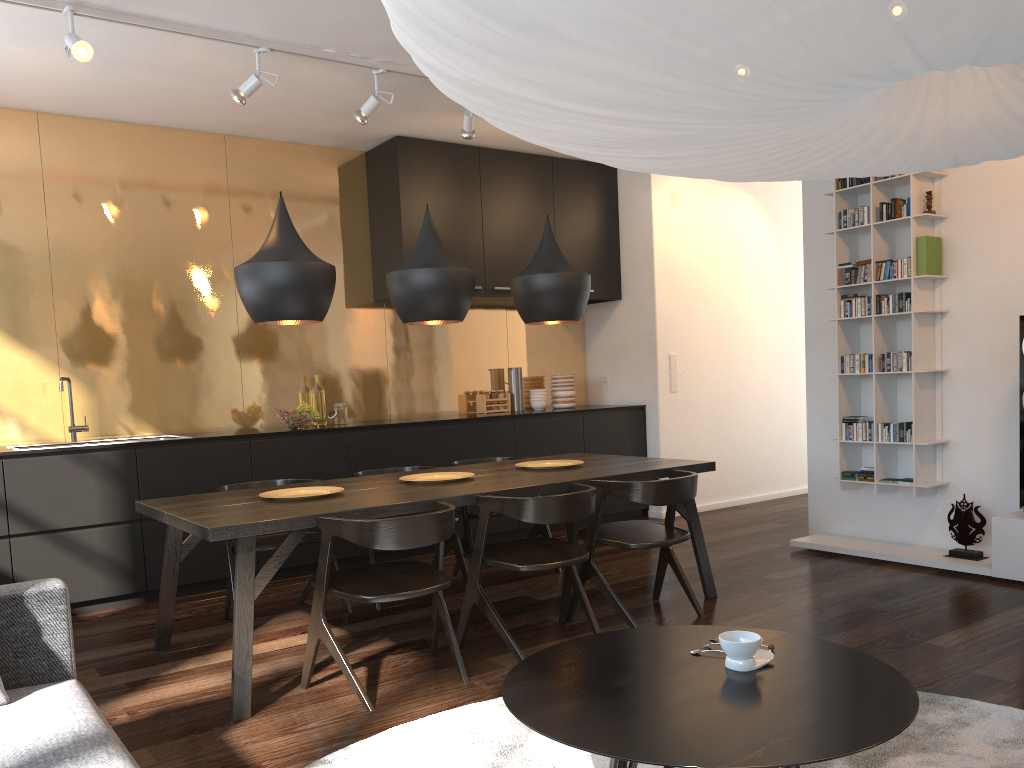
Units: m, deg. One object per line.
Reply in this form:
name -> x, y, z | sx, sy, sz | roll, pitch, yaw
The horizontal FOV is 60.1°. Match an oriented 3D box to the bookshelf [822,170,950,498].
bookshelf -> 2.153, -0.401, 5.113 | 0.226, 2.085, 0.638 | -6, 5, -35

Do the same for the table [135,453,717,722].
table -> -0.300, 0.789, 4.166 | 2.493, 0.682, 1.106 | -3, 1, -35

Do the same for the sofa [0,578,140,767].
sofa -> -0.371, 0.809, 1.215 | 2.034, 0.674, 3.066 | -3, 1, -35

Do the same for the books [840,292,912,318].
books -> 2.121, -0.452, 5.088 | 0.122, 0.113, 0.467 | -4, 1, -35

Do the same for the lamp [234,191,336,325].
lamp -> -0.947, -0.527, 3.687 | 0.411, 0.544, 0.409 | -3, 3, -2

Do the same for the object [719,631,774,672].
object -> 0.526, 0.591, 1.964 | 0.139, 0.069, 0.091 | -3, 2, -23

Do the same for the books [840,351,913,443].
books -> 2.141, 0.075, 5.128 | 0.122, 0.513, 0.469 | -6, 4, -35

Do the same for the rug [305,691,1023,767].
rug -> 0.576, 1.093, 1.870 | 2.839, 0.012, 2.826 | -2, 0, 35

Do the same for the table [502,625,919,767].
table -> 0.412, 0.868, 1.902 | 0.845, 0.475, 0.846 | -3, 1, -33

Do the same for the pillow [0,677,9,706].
pillow -> -1.447, 0.560, 1.994 | 0.492, 0.416, 0.286 | -4, 3, -36

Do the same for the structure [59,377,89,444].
structure -> -2.487, 0.153, 5.030 | 0.109, 0.387, 0.265 | -4, 3, -20

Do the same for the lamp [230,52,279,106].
lamp -> -1.235, -1.467, 4.255 | 0.251, 0.240, 0.085 | -2, 4, 6

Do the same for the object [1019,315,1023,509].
object -> 2.685, 0.159, 4.315 | 0.280, 1.008, 0.294 | -6, 5, -35

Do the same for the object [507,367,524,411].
object -> 0.041, 0.041, 6.938 | 0.164, 0.341, 0.114 | -5, 5, -32

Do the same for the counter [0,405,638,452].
counter -> -1.219, 0.275, 5.792 | 5.046, 0.002, 0.731 | -3, 0, -35

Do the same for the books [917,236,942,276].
books -> 2.300, -0.700, 4.873 | 0.165, 0.215, 0.049 | -5, 5, -35

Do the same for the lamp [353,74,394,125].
lamp -> -0.718, -1.491, 4.628 | 0.251, 0.241, 0.084 | -2, 4, 21

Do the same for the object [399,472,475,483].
object -> -0.352, 0.442, 4.160 | 0.356, 0.017, 0.354 | -2, 0, 36

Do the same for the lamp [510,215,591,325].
lamp -> 0.192, -0.582, 4.487 | 0.411, 0.544, 0.409 | -2, 3, 12

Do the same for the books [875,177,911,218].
books -> 2.157, -1.082, 4.940 | 0.107, 0.334, 0.228 | -5, 4, -35

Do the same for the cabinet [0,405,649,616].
cabinet -> -1.198, 0.724, 5.827 | 5.049, 0.904, 0.732 | -3, 2, -35

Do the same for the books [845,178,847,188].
books -> 1.963, -1.182, 5.149 | 0.069, 0.093, 0.014 | -5, 5, -35

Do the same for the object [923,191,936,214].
object -> 2.287, -0.990, 4.843 | 0.064, 0.141, 0.045 | -6, 5, -44

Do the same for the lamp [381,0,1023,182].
lamp -> 0.569, -0.453, 1.150 | 1.469, 0.211, 1.465 | -3, 0, 1

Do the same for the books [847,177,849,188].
books -> 1.972, -1.182, 5.138 | 0.069, 0.093, 0.014 | -5, 5, -35

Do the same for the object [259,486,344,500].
object -> -0.896, 0.468, 3.777 | 0.355, 0.017, 0.355 | -3, 0, -32

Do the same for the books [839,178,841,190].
books -> 1.941, -1.181, 5.179 | 0.069, 0.093, 0.014 | -5, 5, -35

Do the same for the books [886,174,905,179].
books -> 2.173, -1.197, 4.901 | 0.101, 0.111, 0.160 | -4, 2, -35

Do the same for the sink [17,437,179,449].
sink -> -1.304, 0.257, 5.680 | 3.405, 0.245, 0.481 | -3, 1, -36

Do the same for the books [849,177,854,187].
books -> 1.983, -1.194, 5.121 | 0.074, 0.116, 0.029 | -5, 5, -35

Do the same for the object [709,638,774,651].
object -> 0.547, 0.617, 2.112 | 0.168, 0.015, 0.015 | -2, 2, 42

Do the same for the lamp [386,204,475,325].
lamp -> -0.378, -0.555, 4.086 | 0.411, 0.544, 0.409 | -1, 3, 31

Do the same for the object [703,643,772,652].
object -> 0.527, 0.617, 2.075 | 0.164, 0.016, 0.025 | -2, 1, 30

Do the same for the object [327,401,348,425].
object -> -1.160, 0.194, 5.915 | 0.088, 0.152, 0.176 | 0, 3, 32

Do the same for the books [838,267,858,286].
books -> 1.994, -0.631, 5.215 | 0.095, 0.105, 0.101 | -4, 3, -35

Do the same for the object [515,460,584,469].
object -> 0.193, 0.415, 4.542 | 0.355, 0.017, 0.355 | -3, 0, -32

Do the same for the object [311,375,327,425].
object -> -1.313, 0.107, 5.999 | 0.092, 0.341, 0.091 | -1, 5, 22

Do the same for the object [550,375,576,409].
object -> 0.411, 0.061, 7.104 | 0.198, 0.265, 0.197 | -1, 3, 29

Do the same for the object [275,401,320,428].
object -> -1.346, 0.194, 5.539 | 0.178, 0.174, 0.238 | -1, 3, 40

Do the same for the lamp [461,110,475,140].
lamp -> -0.232, -0.711, 5.809 | 0.089, 1.856, 1.827 | -3, 2, -1

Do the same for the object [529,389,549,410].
object -> 0.213, 0.123, 6.994 | 0.157, 0.161, 0.153 | -3, 2, -7

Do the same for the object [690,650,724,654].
object -> 0.475, 0.622, 2.049 | 0.124, 0.010, 0.026 | -3, 1, 21

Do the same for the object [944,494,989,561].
object -> 2.460, 0.767, 4.792 | 0.121, 0.352, 0.212 | -5, 4, -35

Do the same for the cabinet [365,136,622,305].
cabinet -> -0.074, -1.155, 6.648 | 1.950, 1.055, 0.531 | -3, 3, -35

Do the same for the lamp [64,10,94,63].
lamp -> -1.825, -1.436, 3.666 | 0.250, 0.241, 0.085 | -1, 4, 42

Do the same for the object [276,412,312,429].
object -> -1.362, 0.233, 5.547 | 0.219, 0.097, 0.218 | -2, 1, 12
